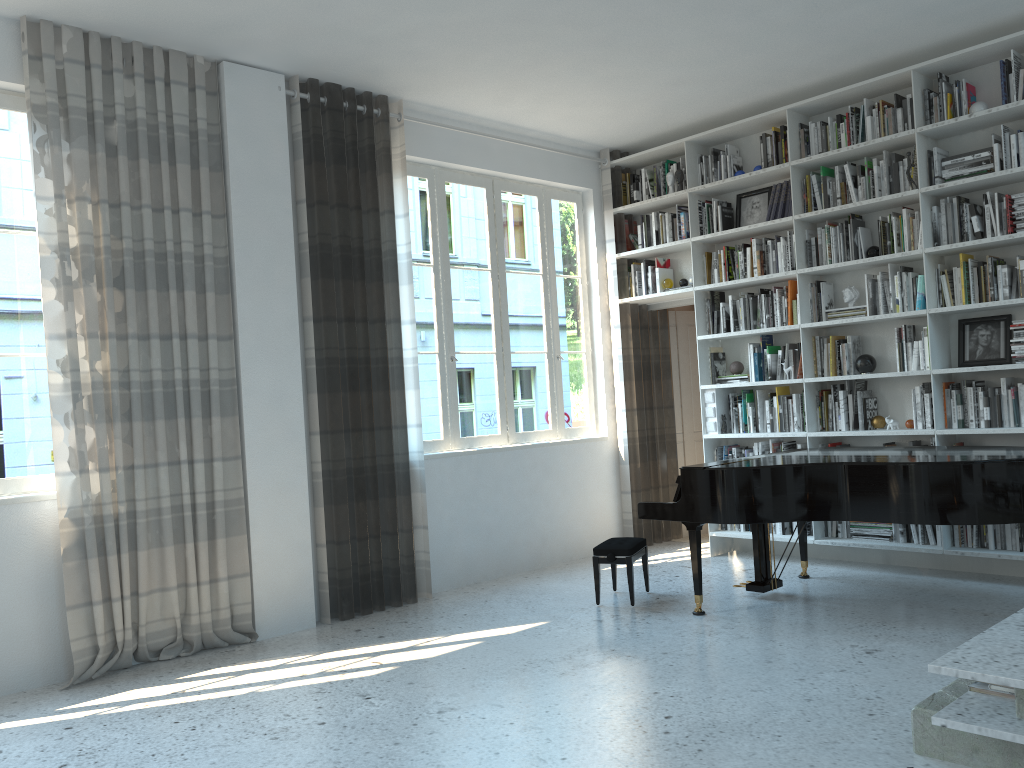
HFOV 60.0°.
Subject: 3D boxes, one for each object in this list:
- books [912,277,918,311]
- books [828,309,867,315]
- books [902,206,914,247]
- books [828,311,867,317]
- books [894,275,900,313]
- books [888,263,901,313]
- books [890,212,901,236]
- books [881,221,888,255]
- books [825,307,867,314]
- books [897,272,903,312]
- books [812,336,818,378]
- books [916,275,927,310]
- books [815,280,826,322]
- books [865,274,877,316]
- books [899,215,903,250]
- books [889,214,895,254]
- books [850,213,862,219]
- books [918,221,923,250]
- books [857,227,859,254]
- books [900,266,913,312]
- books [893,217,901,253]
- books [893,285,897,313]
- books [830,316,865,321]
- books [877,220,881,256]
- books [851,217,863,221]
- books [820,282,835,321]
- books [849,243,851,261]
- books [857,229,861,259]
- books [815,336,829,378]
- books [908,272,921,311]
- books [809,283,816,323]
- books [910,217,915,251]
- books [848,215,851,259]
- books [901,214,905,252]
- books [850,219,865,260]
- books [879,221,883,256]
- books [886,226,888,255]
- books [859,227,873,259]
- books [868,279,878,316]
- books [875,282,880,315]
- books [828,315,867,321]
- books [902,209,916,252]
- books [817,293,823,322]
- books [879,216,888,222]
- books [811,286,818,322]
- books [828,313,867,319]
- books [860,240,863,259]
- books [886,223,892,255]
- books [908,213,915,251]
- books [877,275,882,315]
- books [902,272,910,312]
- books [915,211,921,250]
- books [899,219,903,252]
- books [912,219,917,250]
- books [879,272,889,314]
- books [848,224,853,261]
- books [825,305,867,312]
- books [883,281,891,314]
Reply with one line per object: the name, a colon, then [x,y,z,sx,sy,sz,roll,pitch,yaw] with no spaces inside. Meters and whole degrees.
books: [2.586,-0.561,5.622,0.150,0.219,0.026,-3,-1,-43]
books: [2.274,-0.479,5.945,0.254,0.012,0.161,-5,-2,44]
books: [2.527,-0.969,5.639,0.165,0.303,0.006,-3,-1,-43]
books: [2.271,-0.467,5.942,0.254,0.012,0.161,-5,-2,42]
books: [2.506,-0.568,5.678,0.170,0.247,0.028,-3,-1,-43]
books: [2.476,-0.607,5.714,0.173,0.329,0.010,-3,-1,-43]
books: [2.491,-0.958,5.700,0.155,0.287,0.033,-3,-1,-43]
books: [2.429,-0.928,5.722,0.178,0.236,0.005,-3,-1,-43]
books: [2.274,-0.492,5.947,0.159,0.012,0.285,-2,-2,-41]
books: [2.511,-0.579,5.657,0.192,0.265,0.012,-3,-1,-43]
books: [2.129,-0.186,6.126,0.159,0.285,0.012,-3,-1,-43]
books: [2.598,-0.567,5.575,0.179,0.227,0.060,-3,-1,-43]
books: [2.139,-0.561,6.113,0.135,0.298,0.011,-3,-1,-43]
books: [2.368,-0.576,5.826,0.159,0.285,0.012,-3,-1,-43]
books: [2.517,-0.943,5.658,0.139,0.253,0.017,-3,-1,-43]
books: [2.471,-0.950,5.706,0.157,0.275,0.005,-3,-1,-43]
books: [2.300,-0.962,5.897,0.161,0.331,0.005,-3,-1,-43]
books: [2.598,-0.942,5.530,0.208,0.237,0.064,-3,-1,-43]
books: [2.330,-0.917,5.885,0.134,0.237,0.009,-3,-1,-43]
books: [2.525,-0.597,5.654,0.178,0.301,0.011,-3,-1,-43]
books: [2.483,-0.936,5.660,0.188,0.243,0.013,-3,-1,-43]
books: [2.503,-0.539,5.710,0.140,0.189,0.025,-3,-1,-43]
books: [2.278,-0.431,5.946,0.159,0.012,0.285,-2,-2,-45]
books: [2.422,-0.935,5.771,0.161,0.254,0.005,-3,-1,-43]
books: [2.304,-0.950,5.892,0.162,0.305,0.005,-3,-1,-43]
books: [2.161,-0.554,6.065,0.136,0.278,0.021,-3,-1,-43]
books: [2.292,-0.904,5.923,0.133,0.217,0.012,-3,-1,-43]
books: [2.333,-0.908,5.873,0.151,0.218,0.012,-3,-1,-43]
books: [2.143,-0.187,6.097,0.145,0.284,0.025,-3,-1,-43]
books: [2.568,-0.578,5.640,0.152,0.256,0.022,-3,-1,-43]
books: [2.107,-0.553,6.130,0.159,0.285,0.012,-3,-1,-43]
books: [2.564,-0.934,5.612,0.165,0.229,0.011,-3,-1,-43]
books: [2.285,-0.956,5.909,0.153,0.321,0.004,-3,-1,-43]
books: [2.523,-0.944,5.641,0.180,0.253,0.006,-3,-1,-43]
books: [2.297,-0.940,5.869,0.188,0.287,0.011,-3,-1,-43]
books: [2.423,-0.929,5.741,0.173,0.240,0.005,-3,-1,-43]
books: [2.458,-0.911,5.724,0.162,0.200,0.011,-3,-1,-43]
books: [2.342,-0.916,5.849,0.147,0.232,0.031,-3,-1,-43]
books: [2.386,-0.558,5.799,0.174,0.247,0.030,-3,-1,-43]
books: [2.426,-0.551,5.799,0.137,0.227,0.024,-3,-1,-43]
books: [2.281,-0.443,5.949,0.161,0.012,0.254,-2,-2,-43]
books: [2.536,-0.960,5.625,0.190,0.284,0.022,-3,-1,-43]
books: [2.149,-0.518,6.088,0.136,0.209,0.034,-3,-1,-43]
books: [2.433,-0.946,5.770,0.129,0.276,0.012,-3,-1,-43]
books: [2.115,-0.540,6.113,0.134,0.257,0.024,-3,-1,-43]
books: [2.273,-0.455,5.943,0.254,0.012,0.161,-5,-2,43]
books: [2.337,-0.904,5.865,0.132,0.209,0.004,-3,-1,-43]
books: [2.453,-0.920,5.695,0.181,0.216,0.006,-3,-1,-43]
books: [2.553,-0.947,5.618,0.140,0.257,0.010,-3,-1,-43]
books: [2.429,-0.572,5.772,0.151,0.267,0.022,-3,-1,-43]
books: [2.538,-0.578,5.642,0.170,0.260,0.023,-3,-1,-43]
books: [2.584,-0.950,5.576,0.155,0.257,0.022,-3,-1,-43]
books: [2.518,-0.934,5.676,0.130,0.236,0.011,-3,-1,-43]
books: [2.576,-0.928,5.599,0.142,0.216,0.024,-3,-1,-43]
books: [2.432,-0.582,5.752,0.167,0.286,0.012,-3,-1,-43]
books: [2.287,-0.926,5.899,0.158,0.262,0.010,-3,-1,-43]
books: [2.270,-0.503,5.943,0.285,0.012,0.159,-5,-2,43]
books: [2.466,-0.553,5.740,0.149,0.224,0.048,-3,-1,-43]
